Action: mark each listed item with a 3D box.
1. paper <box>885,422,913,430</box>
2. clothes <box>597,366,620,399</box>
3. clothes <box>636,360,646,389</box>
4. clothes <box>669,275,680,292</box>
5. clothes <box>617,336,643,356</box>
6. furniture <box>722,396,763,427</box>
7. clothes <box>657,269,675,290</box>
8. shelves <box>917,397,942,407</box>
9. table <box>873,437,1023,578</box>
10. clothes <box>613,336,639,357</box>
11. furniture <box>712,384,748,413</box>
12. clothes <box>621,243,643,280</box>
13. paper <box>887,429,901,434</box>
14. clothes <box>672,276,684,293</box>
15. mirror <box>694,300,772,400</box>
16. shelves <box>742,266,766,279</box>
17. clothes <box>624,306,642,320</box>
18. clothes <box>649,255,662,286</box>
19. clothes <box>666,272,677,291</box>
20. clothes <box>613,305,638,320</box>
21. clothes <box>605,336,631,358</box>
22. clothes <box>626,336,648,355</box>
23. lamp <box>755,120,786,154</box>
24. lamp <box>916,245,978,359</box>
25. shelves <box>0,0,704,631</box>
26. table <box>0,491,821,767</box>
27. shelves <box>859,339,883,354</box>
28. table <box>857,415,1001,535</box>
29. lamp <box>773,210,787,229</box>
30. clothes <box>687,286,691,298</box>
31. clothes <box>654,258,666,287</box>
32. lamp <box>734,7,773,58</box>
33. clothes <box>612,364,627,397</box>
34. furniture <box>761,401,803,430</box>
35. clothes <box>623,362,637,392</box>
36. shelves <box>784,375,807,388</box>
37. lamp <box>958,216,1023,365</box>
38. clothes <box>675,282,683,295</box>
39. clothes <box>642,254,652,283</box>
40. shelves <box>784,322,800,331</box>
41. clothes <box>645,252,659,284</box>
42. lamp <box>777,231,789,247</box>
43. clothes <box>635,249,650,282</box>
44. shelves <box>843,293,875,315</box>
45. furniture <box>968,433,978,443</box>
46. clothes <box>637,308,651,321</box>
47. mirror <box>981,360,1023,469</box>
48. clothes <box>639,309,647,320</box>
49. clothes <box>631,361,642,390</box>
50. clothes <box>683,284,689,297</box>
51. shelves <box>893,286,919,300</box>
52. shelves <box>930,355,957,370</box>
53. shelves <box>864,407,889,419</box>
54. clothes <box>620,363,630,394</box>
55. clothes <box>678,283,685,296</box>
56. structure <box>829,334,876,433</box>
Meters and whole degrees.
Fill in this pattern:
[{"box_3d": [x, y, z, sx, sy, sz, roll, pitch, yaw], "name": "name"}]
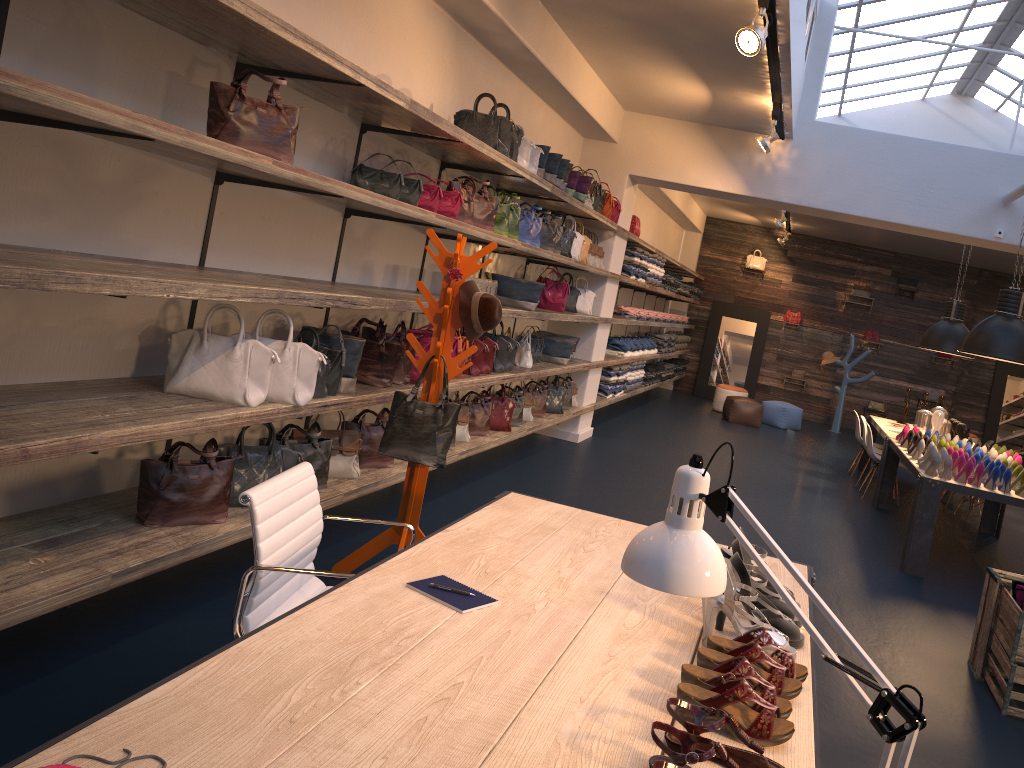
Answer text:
[{"box_3d": [4.729, 0.517, 10.583, 0.316, 0.014, 0.764, 15, 8, 24], "name": "paper"}, {"box_3d": [1.113, -0.049, 10.386, 0.242, 0.409, 0.335, 13, 4, 21], "name": "clothes"}, {"box_3d": [1.691, -0.161, 12.109, 0.254, 0.454, 0.354, 13, 4, 27], "name": "clothes"}, {"box_3d": [2.371, -1.573, 13.323, 0.342, 0.298, 0.317, 13, 4, 14], "name": "clothes"}, {"box_3d": [1.556, -0.526, 11.775, 0.412, 0.239, 0.444, 13, 6, 13], "name": "clothes"}, {"box_3d": [3.759, 0.418, 14.122, 0.656, 0.421, 0.645, 11, 5, -2], "name": "furniture"}, {"box_3d": [2.169, -1.534, 12.674, 0.357, 0.298, 0.340, 13, 5, 16], "name": "clothes"}, {"box_3d": [7.867, 0.396, 16.354, 0.439, 0.183, 0.253, 13, 5, 11], "name": "shelves"}, {"box_3d": [3.982, 1.114, 7.643, 1.196, 0.736, 2.634, 13, 7, 16], "name": "table"}, {"box_3d": [1.424, -0.504, 11.377, 0.398, 0.239, 0.458, 15, 7, 29], "name": "clothes"}, {"box_3d": [3.794, 0.274, 15.090, 0.559, 0.478, 0.604, 13, 5, 16], "name": "furniture"}, {"box_3d": [1.386, -1.460, 10.352, 0.242, 0.409, 0.335, 13, 4, 21], "name": "clothes"}, {"box_3d": [4.565, 0.577, 9.831, 0.778, 0.014, 0.310, 7, 9, -36], "name": "paper"}, {"box_3d": [2.478, -1.592, 13.648, 0.336, 0.298, 0.322, 13, 5, 20], "name": "clothes"}, {"box_3d": [4.308, -0.586, 16.950, 1.126, 1.913, 0.274, 12, 2, 10], "name": "mirror"}, {"box_3d": [4.698, -2.160, 16.895, 0.439, 0.156, 0.253, 13, 6, 11], "name": "shelves"}, {"box_3d": [1.557, -0.941, 11.452, 0.313, 0.154, 0.361, 13, 6, 9], "name": "clothes"}, {"box_3d": [1.846, -1.552, 11.717, 0.254, 0.454, 0.354, 13, 4, 27], "name": "clothes"}, {"box_3d": [2.265, -1.555, 12.999, 0.364, 0.298, 0.324, 12, 4, 2], "name": "clothes"}, {"box_3d": [1.425, -0.921, 11.125, 0.329, 0.158, 0.340, 16, 7, 35], "name": "clothes"}, {"box_3d": [1.280, -0.479, 10.938, 0.412, 0.239, 0.444, 13, 6, 13], "name": "clothes"}, {"box_3d": [1.690, -0.549, 12.182, 0.412, 0.239, 0.444, 13, 6, 13], "name": "clothes"}, {"box_3d": [2.250, -2.162, 7.630, 0.252, 0.327, 0.173, 10, 3, -18], "name": "lamp"}, {"box_3d": [5.234, -1.165, 10.136, 0.753, 1.642, 0.647, 10, 3, -40], "name": "lamp"}, {"box_3d": [4.321, 0.273, 8.167, 8.366, 2.215, 17.471, 14, 7, 16], "name": "shelves"}, {"box_3d": [0.082, 0.991, 2.153, 1.196, 0.736, 2.634, 13, 7, 16], "name": "table"}, {"box_3d": [6.816, -0.709, 16.532, 0.439, 0.210, 0.253, 13, 5, 11], "name": "shelves"}, {"box_3d": [4.812, 0.970, 10.163, 1.196, 0.736, 2.634, 13, 7, 16], "name": "table"}, {"box_3d": [4.037, -2.472, 13.068, 0.194, 0.327, 0.224, 10, 4, -32], "name": "lamp"}, {"box_3d": [2.972, -1.679, 15.348, 0.405, 0.250, 0.358, 13, 5, 11], "name": "clothes"}, {"box_3d": [1.964, -1.572, 12.075, 0.254, 0.454, 0.354, 13, 4, 27], "name": "clothes"}, {"box_3d": [1.405, -2.010, 4.957, 0.265, 0.314, 0.170, 10, 3, -23], "name": "lamp"}, {"box_3d": [1.251, -0.062, 10.726, 0.242, 0.409, 0.335, 13, 4, 21], "name": "clothes"}, {"box_3d": [4.572, 0.509, 14.741, 0.698, 0.421, 0.602, 8, 7, -37], "name": "furniture"}, {"box_3d": [1.467, -0.122, 11.427, 0.254, 0.454, 0.354, 13, 4, 27], "name": "clothes"}, {"box_3d": [5.458, -0.044, 16.753, 0.439, 0.143, 0.253, 13, 6, 11], "name": "shelves"}, {"box_3d": [4.352, -1.012, 7.451, 0.694, 1.642, 0.707, 12, 2, 5], "name": "lamp"}, {"box_3d": [2.576, -1.612, 14.150, 0.394, 0.250, 0.367, 14, 6, 23], "name": "clothes"}, {"box_3d": [1.607, -1.498, 11.024, 0.242, 0.409, 0.335, 13, 4, 21], "name": "clothes"}, {"box_3d": [5.392, -1.098, 16.770, 0.295, 0.156, 0.254, 13, 6, 13], "name": "shelves"}, {"box_3d": [1.740, -1.534, 11.393, 0.254, 0.454, 0.354, 13, 4, 27], "name": "clothes"}, {"box_3d": [4.898, -2.620, 15.681, 0.194, 0.327, 0.224, 10, 4, -32], "name": "lamp"}, {"box_3d": [1.524, -1.474, 10.693, 0.242, 0.409, 0.335, 13, 4, 21], "name": "clothes"}, {"box_3d": [6.610, -1.521, 16.573, 0.543, 0.316, 0.253, 13, 4, 11], "name": "shelves"}, {"box_3d": [8.067, 1.095, 15.630, 0.559, 0.478, 0.604, 13, 5, 16], "name": "furniture"}, {"box_3d": [1.792, -0.982, 12.166, 0.313, 0.154, 0.361, 13, 6, 9], "name": "clothes"}, {"box_3d": [9.424, 0.584, 16.102, 1.126, 1.913, 0.274, 12, 2, 10], "name": "mirror"}, {"box_3d": [1.660, -0.961, 11.839, 0.329, 0.158, 0.340, 16, 7, 35], "name": "clothes"}, {"box_3d": [1.574, -0.141, 11.751, 0.254, 0.454, 0.354, 13, 4, 27], "name": "clothes"}, {"box_3d": [2.841, -1.657, 14.956, 0.394, 0.250, 0.367, 14, 6, 23], "name": "clothes"}, {"box_3d": [7.445, -1.714, 16.438, 0.439, 0.178, 0.253, 13, 5, 11], "name": "shelves"}, {"box_3d": [8.115, -0.401, 16.341, 0.481, 0.184, 0.208, 13, 5, 10], "name": "shelves"}, {"box_3d": [6.914, 0.568, 16.507, 0.439, 0.156, 0.253, 13, 6, 11], "name": "shelves"}, {"box_3d": [1.334, -0.087, 11.058, 0.242, 0.409, 0.335, 13, 4, 21], "name": "clothes"}, {"box_3d": [2.707, -1.634, 14.542, 0.405, 0.250, 0.358, 13, 5, 11], "name": "clothes"}, {"box_3d": [6.051, -0.006, 15.678, 0.896, 1.803, 0.186, 14, 2, 40], "name": "structure"}]
